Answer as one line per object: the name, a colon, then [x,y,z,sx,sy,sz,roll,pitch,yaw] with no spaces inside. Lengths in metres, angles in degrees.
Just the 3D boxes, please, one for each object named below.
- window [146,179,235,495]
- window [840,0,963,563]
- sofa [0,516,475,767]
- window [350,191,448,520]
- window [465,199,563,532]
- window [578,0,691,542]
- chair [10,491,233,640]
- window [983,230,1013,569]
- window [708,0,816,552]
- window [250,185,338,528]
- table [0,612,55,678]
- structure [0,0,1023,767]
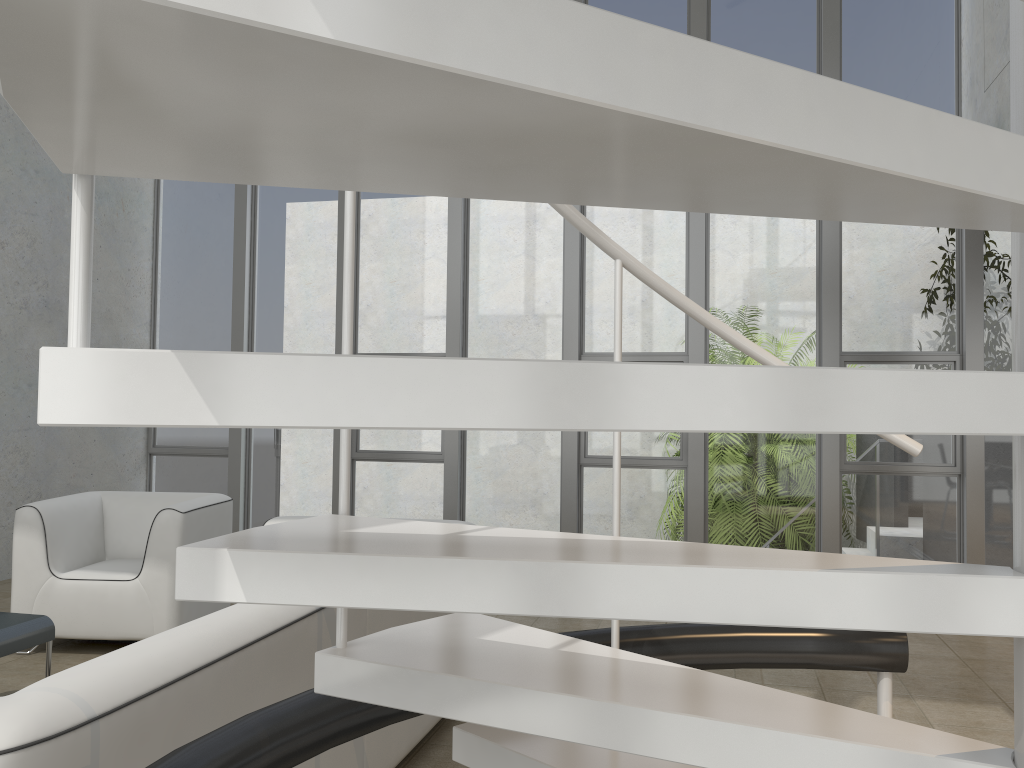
window: [-2.638,-1.473,7.447,0.800,5.700,0.050,0,-2,13]
window: [2.700,-1.446,6.198,0.800,5.700,0.050,0,-2,13]
sofa: [-0.864,0.833,2.541,0.971,0.638,2.601,0,-2,13]
window: [-0.858,-1.464,7.031,0.800,5.700,0.050,0,-2,13]
window: [0.035,-1.459,6.837,0.741,5.650,0.010,0,-2,13]
window: [0.921,-1.455,6.614,0.800,5.700,0.050,0,-2,13]
chair: [-1.926,0.888,4.479,0.829,0.635,0.720,1,-2,3]
window: [3.573,0.058,5.952,0.741,2.645,0.010,0,-2,13]
window: [1.814,-1.450,6.421,0.741,5.650,0.010,0,-2,13]
window: [-1.745,-1.468,7.254,0.741,5.650,0.010,0,-2,13]
table: [-2.107,1.023,2.638,0.532,0.390,1.420,0,-2,13]
structure: [2.512,0.828,2.605,4.916,6.900,6.700,0,-2,13]
